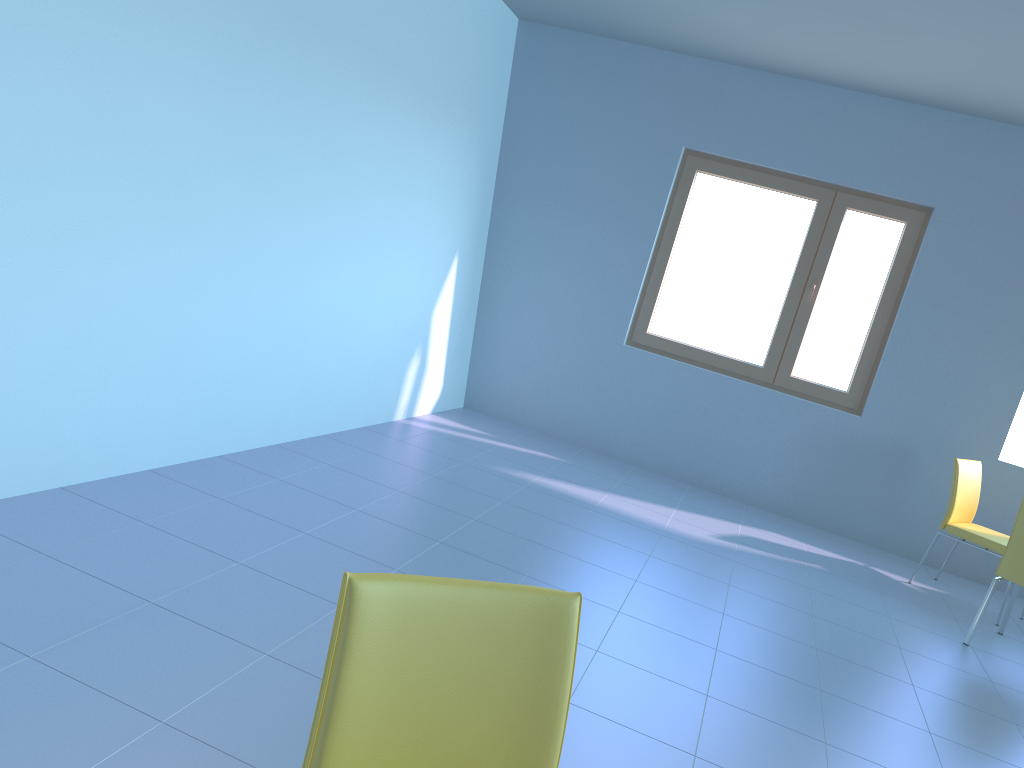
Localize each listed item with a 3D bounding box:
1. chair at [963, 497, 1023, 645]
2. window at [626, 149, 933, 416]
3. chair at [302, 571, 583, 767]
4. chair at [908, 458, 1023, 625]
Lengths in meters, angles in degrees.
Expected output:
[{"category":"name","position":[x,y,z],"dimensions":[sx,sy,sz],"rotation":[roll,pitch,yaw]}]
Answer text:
[{"category":"chair","position":[2.351,0.880,3.855],"dimensions":[0.484,0.695,0.387],"rotation":[8,12,-43]},{"category":"window","position":[1.571,-0.630,5.380],"dimensions":[1.475,1.263,0.142],"rotation":[18,9,15]},{"category":"chair","position":[-0.063,0.646,1.024],"dimensions":[0.387,0.695,0.484],"rotation":[12,10,-26]},{"category":"chair","position":[2.448,0.793,4.575],"dimensions":[0.387,0.695,0.484],"rotation":[8,12,-43]}]
